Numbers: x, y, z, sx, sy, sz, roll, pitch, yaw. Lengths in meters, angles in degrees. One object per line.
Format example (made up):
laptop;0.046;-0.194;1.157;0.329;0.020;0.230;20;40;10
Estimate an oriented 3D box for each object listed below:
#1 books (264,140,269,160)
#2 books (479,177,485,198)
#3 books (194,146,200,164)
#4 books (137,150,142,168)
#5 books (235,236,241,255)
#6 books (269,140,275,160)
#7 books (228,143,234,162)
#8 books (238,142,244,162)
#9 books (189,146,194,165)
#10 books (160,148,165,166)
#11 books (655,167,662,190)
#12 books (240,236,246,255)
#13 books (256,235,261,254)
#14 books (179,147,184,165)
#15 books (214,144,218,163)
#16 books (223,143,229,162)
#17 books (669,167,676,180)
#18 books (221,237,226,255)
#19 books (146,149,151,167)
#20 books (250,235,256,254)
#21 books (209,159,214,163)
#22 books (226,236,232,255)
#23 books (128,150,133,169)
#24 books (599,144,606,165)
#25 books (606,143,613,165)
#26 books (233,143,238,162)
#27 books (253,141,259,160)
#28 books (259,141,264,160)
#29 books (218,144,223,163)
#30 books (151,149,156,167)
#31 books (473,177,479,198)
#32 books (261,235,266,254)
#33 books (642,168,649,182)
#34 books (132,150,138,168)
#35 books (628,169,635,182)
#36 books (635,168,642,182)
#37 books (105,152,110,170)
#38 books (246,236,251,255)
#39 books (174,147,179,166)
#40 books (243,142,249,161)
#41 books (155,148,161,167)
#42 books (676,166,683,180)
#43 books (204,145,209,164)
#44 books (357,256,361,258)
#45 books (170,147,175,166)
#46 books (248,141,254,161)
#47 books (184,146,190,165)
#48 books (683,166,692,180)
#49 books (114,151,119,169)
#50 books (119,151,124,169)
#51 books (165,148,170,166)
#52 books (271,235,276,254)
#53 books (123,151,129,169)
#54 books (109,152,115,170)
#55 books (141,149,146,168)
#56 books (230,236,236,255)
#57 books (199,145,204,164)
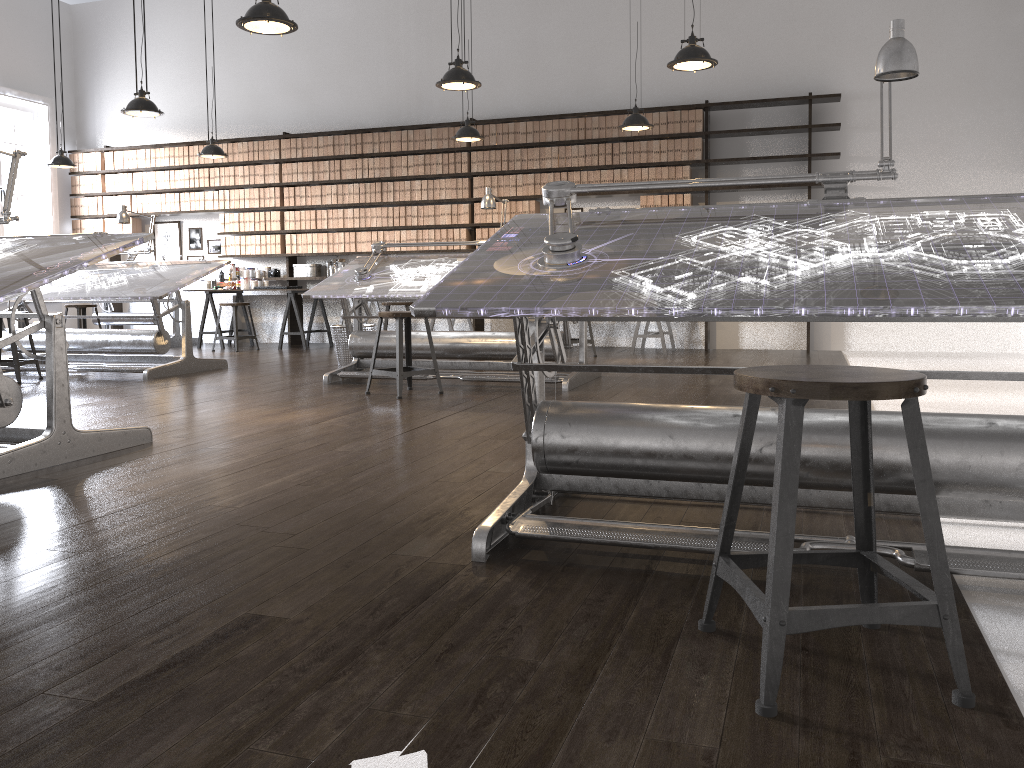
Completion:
books;-2.831;-2.730;10.392;0.067;0.225;0.175;1;5;18
books;-0.297;-2.120;9.575;0.067;0.225;0.175;1;5;18
books;-3.756;-2.753;10.694;0.067;0.225;0.175;1;5;18
books;-4.551;-2.774;10.962;0.067;0.225;0.175;1;5;18
books;-3.225;-1.652;10.585;0.067;0.225;0.175;1;5;18
books;-2.766;-2.728;10.366;0.067;0.225;0.175;1;5;18
books;-3.298;-2.742;10.545;0.067;0.225;0.175;1;5;18
books;-3.166;-2.738;10.499;0.067;0.225;0.175;1;5;18
books;-3.822;-2.755;10.721;0.067;0.225;0.175;1;5;18
books;-4.224;-2.765;10.851;0.067;0.225;0.175;1;5;18
books;1.500;-2.074;8.983;0.067;0.225;0.175;1;5;18
books;-3.157;-1.651;10.567;0.067;0.225;0.175;1;5;18
books;-2.958;-1.645;10.495;0.067;0.225;0.175;1;5;18
books;-3.964;-2.759;10.768;0.067;0.225;0.175;1;5;18
books;-3.494;-2.747;10.610;0.067;0.225;0.175;1;5;18
books;-3.366;-2.743;10.564;0.067;0.225;0.175;1;5;18
books;1.627;-2.071;8.942;0.067;0.225;0.175;1;5;18
books;-3.417;-1.657;10.648;0.067;0.225;0.175;1;5;18
books;-4.424;-2.770;10.916;0.067;0.225;0.175;1;5;18
books;-3.025;-1.647;10.521;0.067;0.225;0.175;1;5;18
books;-3.558;-2.748;10.626;0.067;0.225;0.175;1;5;18
books;-3.353;-1.656;10.631;0.067;0.225;0.175;1;5;18
books;-4.678;-2.777;11.005;0.067;0.225;0.175;1;5;18
books;0.948;-2.356;9.151;0.067;0.225;0.175;1;5;18
books;1.017;-2.354;9.123;0.067;0.225;0.175;1;5;18
books;-3.231;-2.740;10.525;0.067;0.225;0.175;1;5;18
books;-2.969;-2.733;10.434;0.067;0.225;0.175;1;5;18
books;-2.898;-2.731;10.412;0.067;0.225;0.175;1;5;18
books;-3.434;-2.745;10.588;0.067;0.225;0.175;1;5;18
books;-4.356;-2.769;10.897;0.067;0.225;0.175;1;5;18
books;-0.356;-2.122;9.599;0.067;0.225;0.175;1;5;18
books;-2.889;-1.643;10.472;0.067;0.225;0.175;1;5;18
books;1.370;-2.077;9.022;0.067;0.225;0.175;1;5;18
books;-4.616;-2.775;10.978;0.067;0.225;0.175;1;5;18
books;1.239;-2.081;9.072;0.067;0.225;0.175;1;5;18
books;1.305;-2.079;9.048;0.067;0.225;0.175;1;5;18
books;-5.022;-2.786;11.120;0.067;0.225;0.175;1;5;18
books;-3.090;-1.649;10.547;0.067;0.225;0.175;1;5;18
books;-4.027;-2.760;10.786;0.067;0.225;0.175;1;5;18
books;-3.099;-2.736;10.473;0.067;0.225;0.175;1;5;18
books;-4.289;-2.767;10.877;0.067;0.225;0.175;1;5;18
books;1.695;-2.069;8.919;0.067;0.225;0.175;1;5;18
books;-3.620;-2.750;10.653;0.067;0.225;0.175;1;5;18
books;-1.696;-1.340;10.093;0.067;0.225;0.175;1;5;18
books;-4.088;-2.761;10.802;0.067;0.225;0.175;1;5;18
books;-3.030;-2.734;10.450;0.067;0.225;0.175;1;5;18
books;-3.895;-2.757;10.739;0.067;0.225;0.175;1;5;18
books;1.760;-2.067;8.893;0.067;0.225;0.175;1;5;18
books;-4.880;-2.783;11.073;0.067;0.225;0.175;1;5;18
books;-4.814;-2.780;11.046;0.067;0.225;0.175;1;5;18
books;-4.157;-2.763;10.825;0.067;0.225;0.175;1;5;18
books;-2.765;-1.641;10.438;0.067;0.225;0.175;1;5;18
books;-4.746;-2.779;11.028;0.067;0.225;0.175;1;5;18
books;-4.953;-2.784;11.091;0.067;0.225;0.175;1;5;18
books;-4.492;-2.772;10.940;0.067;0.225;0.175;1;5;18
books;-3.293;-1.654;10.610;0.067;0.225;0.175;1;5;18
books;-3.688;-2.752;10.676;0.067;0.225;0.175;1;5;18
